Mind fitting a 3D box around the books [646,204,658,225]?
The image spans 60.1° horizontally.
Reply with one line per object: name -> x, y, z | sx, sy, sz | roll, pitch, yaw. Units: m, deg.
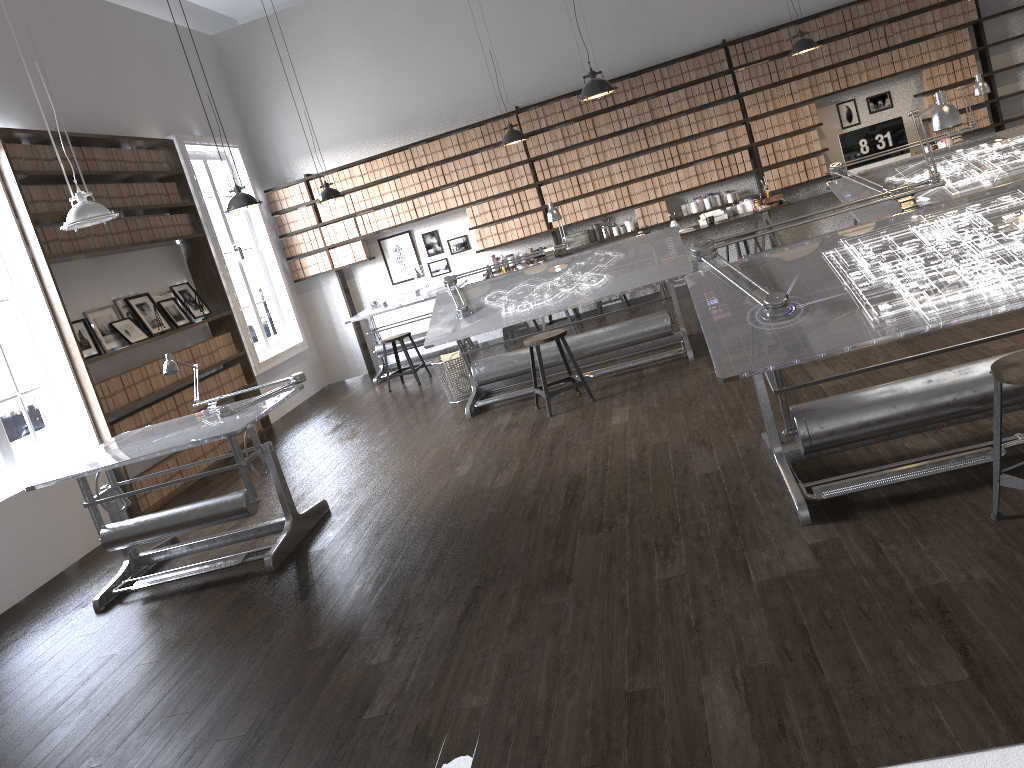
books -> 1.563, -1.893, 9.887 | 0.066, 0.224, 0.176 | -15, 9, 11

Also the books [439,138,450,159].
books -> -0.743, -2.673, 10.052 | 0.066, 0.224, 0.176 | -15, 9, 11

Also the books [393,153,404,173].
books -> -1.277, -2.533, 10.151 | 0.066, 0.224, 0.176 | -15, 9, 11

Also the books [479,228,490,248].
books -> -0.303, -1.679, 10.180 | 0.066, 0.224, 0.176 | -15, 9, 11

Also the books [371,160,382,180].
books -> -1.540, -2.464, 10.203 | 0.066, 0.224, 0.176 | -15, 9, 11

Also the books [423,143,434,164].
books -> -0.938, -2.622, 10.089 | 0.066, 0.224, 0.176 | -15, 9, 11

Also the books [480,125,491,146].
books -> -0.279, -2.795, 9.960 | 0.067, 0.224, 0.176 | -15, 9, 11

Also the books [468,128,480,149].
books -> -0.416, -2.759, 9.989 | 0.066, 0.224, 0.176 | -15, 9, 11

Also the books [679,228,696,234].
books -> 1.761, -1.608, 9.395 | 0.354, 0.029, 0.259 | -15, 11, 11

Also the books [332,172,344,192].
books -> -1.996, -2.343, 10.287 | 0.066, 0.224, 0.176 | -15, 9, 11

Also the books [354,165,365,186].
books -> -1.742, -2.409, 10.236 | 0.066, 0.224, 0.176 | -15, 9, 11

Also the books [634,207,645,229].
books -> 1.431, -1.857, 9.905 | 0.067, 0.224, 0.176 | -15, 9, 11

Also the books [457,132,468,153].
books -> -0.548, -2.725, 10.016 | 0.066, 0.224, 0.176 | -15, 9, 11

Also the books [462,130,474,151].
books -> -0.482, -2.743, 10.005 | 0.066, 0.224, 0.176 | -15, 9, 11

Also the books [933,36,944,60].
books -> 4.402, -3.476, 9.198 | 0.066, 0.224, 0.176 | -15, 9, 11

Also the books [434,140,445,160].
books -> -0.807, -2.655, 10.059 | 0.067, 0.224, 0.176 | -15, 9, 11

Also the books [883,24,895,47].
books -> 3.918, -3.622, 9.238 | 0.066, 0.224, 0.176 | -15, 9, 11

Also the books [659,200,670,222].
books -> 1.698, -1.928, 9.862 | 0.066, 0.224, 0.176 | -15, 9, 11

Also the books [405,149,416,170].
books -> -1.145, -2.567, 10.123 | 0.067, 0.224, 0.176 | -15, 9, 11

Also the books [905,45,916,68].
books -> 4.141, -3.407, 9.249 | 0.066, 0.224, 0.176 | -15, 9, 11

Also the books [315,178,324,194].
books -> -2.203, -2.288, 10.320 | 0.067, 0.224, 0.176 | -15, 9, 11

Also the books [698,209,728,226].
books -> 2.146, -1.801, 9.489 | 0.294, 0.146, 0.389 | -15, 11, 11

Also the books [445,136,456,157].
books -> -0.684, -2.689, 10.039 | 0.066, 0.224, 0.176 | -15, 9, 11

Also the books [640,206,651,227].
books -> 1.495, -1.875, 9.899 | 0.066, 0.224, 0.176 | -15, 9, 11

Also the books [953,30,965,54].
books -> 4.597, -3.527, 9.163 | 0.066, 0.224, 0.176 | -15, 9, 11

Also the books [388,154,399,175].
books -> -1.337, -2.516, 10.157 | 0.067, 0.224, 0.176 | -15, 9, 11

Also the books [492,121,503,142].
books -> -0.147, -2.831, 9.941 | 0.066, 0.224, 0.176 | -15, 9, 11

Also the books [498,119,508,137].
books -> -0.081, -2.849, 9.931 | 0.066, 0.224, 0.176 | -15, 9, 11

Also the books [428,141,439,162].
books -> -0.871, -2.640, 10.077 | 0.066, 0.224, 0.176 | -15, 9, 11

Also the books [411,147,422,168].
books -> -1.073, -2.587, 10.115 | 0.066, 0.224, 0.176 | -15, 9, 11

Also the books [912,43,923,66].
books -> 4.207, -3.424, 9.235 | 0.066, 0.224, 0.176 | -15, 9, 11

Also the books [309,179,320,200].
books -> -2.273, -2.270, 10.339 | 0.066, 0.224, 0.176 | -15, 9, 11

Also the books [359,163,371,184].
books -> -1.674, -2.427, 10.222 | 0.067, 0.224, 0.176 | -15, 9, 11

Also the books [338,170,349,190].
books -> -1.929, -2.361, 10.274 | 0.066, 0.224, 0.176 | -15, 9, 11

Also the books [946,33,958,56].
books -> 4.530, -3.510, 9.176 | 0.066, 0.224, 0.176 | -15, 9, 11

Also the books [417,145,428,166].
books -> -1.006, -2.603, 10.098 | 0.066, 0.224, 0.176 | -15, 9, 11

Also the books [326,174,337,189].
books -> -2.064, -2.324, 10.295 | 0.066, 0.224, 0.176 | -15, 9, 11

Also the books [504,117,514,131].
books -> -0.015, -2.865, 9.914 | 0.066, 0.224, 0.176 | -15, 9, 11

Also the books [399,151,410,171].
books -> -1.214, -2.549, 10.141 | 0.066, 0.224, 0.176 | -15, 9, 11

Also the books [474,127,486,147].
books -> -0.348, -2.777, 9.973 | 0.066, 0.224, 0.176 | -15, 9, 11

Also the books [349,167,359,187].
books -> -1.802, -2.394, 10.249 | 0.066, 0.224, 0.176 | -15, 9, 11

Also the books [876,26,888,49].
books -> 3.846, -3.602, 9.246 | 0.067, 0.224, 0.176 | -15, 9, 11

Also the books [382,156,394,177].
books -> -1.406, -2.497, 10.170 | 0.066, 0.224, 0.176 | -15, 9, 11

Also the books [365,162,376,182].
books -> -1.607, -2.446, 10.213 | 0.066, 0.224, 0.176 | -15, 9, 11

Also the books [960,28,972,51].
books -> 4.664, -3.544, 9.146 | 0.066, 0.224, 0.176 | -15, 9, 11

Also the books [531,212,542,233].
books -> 0.285, -1.834, 10.073 | 0.066, 0.224, 0.176 | -15, 9, 11

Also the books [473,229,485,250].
books -> -0.367, -1.661, 10.188 | 0.067, 0.224, 0.176 | -15, 9, 11

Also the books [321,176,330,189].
books -> -2.131, -2.308, 10.312 | 0.066, 0.224, 0.176 | -15, 9, 11

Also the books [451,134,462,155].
books -> -0.615, -2.706, 10.024 | 0.067, 0.224, 0.176 | -15, 9, 11

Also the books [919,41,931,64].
books -> 4.273, -3.441, 9.219 | 0.067, 0.224, 0.176 | -15, 9, 11

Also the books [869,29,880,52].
books -> 3.776, -3.584, 9.265 | 0.066, 0.224, 0.176 | -15, 9, 11

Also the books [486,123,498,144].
books -> -0.218, -2.812, 9.953 | 0.066, 0.224, 0.176 | -15, 9, 11

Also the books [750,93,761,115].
books -> 2.605, -3.001, 9.528 | 0.067, 0.224, 0.176 | -15, 9, 11

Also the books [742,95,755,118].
books -> 2.546, -2.986, 9.543 | 0.066, 0.224, 0.176 | -15, 9, 11

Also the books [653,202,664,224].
books -> 1.630, -1.909, 9.870 | 0.066, 0.224, 0.176 | -15, 9, 11

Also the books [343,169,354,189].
books -> -1.866, -2.376, 10.256 | 0.067, 0.224, 0.176 | -15, 9, 11

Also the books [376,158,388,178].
books -> -1.474, -2.480, 10.186 | 0.066, 0.224, 0.176 | -15, 9, 11
